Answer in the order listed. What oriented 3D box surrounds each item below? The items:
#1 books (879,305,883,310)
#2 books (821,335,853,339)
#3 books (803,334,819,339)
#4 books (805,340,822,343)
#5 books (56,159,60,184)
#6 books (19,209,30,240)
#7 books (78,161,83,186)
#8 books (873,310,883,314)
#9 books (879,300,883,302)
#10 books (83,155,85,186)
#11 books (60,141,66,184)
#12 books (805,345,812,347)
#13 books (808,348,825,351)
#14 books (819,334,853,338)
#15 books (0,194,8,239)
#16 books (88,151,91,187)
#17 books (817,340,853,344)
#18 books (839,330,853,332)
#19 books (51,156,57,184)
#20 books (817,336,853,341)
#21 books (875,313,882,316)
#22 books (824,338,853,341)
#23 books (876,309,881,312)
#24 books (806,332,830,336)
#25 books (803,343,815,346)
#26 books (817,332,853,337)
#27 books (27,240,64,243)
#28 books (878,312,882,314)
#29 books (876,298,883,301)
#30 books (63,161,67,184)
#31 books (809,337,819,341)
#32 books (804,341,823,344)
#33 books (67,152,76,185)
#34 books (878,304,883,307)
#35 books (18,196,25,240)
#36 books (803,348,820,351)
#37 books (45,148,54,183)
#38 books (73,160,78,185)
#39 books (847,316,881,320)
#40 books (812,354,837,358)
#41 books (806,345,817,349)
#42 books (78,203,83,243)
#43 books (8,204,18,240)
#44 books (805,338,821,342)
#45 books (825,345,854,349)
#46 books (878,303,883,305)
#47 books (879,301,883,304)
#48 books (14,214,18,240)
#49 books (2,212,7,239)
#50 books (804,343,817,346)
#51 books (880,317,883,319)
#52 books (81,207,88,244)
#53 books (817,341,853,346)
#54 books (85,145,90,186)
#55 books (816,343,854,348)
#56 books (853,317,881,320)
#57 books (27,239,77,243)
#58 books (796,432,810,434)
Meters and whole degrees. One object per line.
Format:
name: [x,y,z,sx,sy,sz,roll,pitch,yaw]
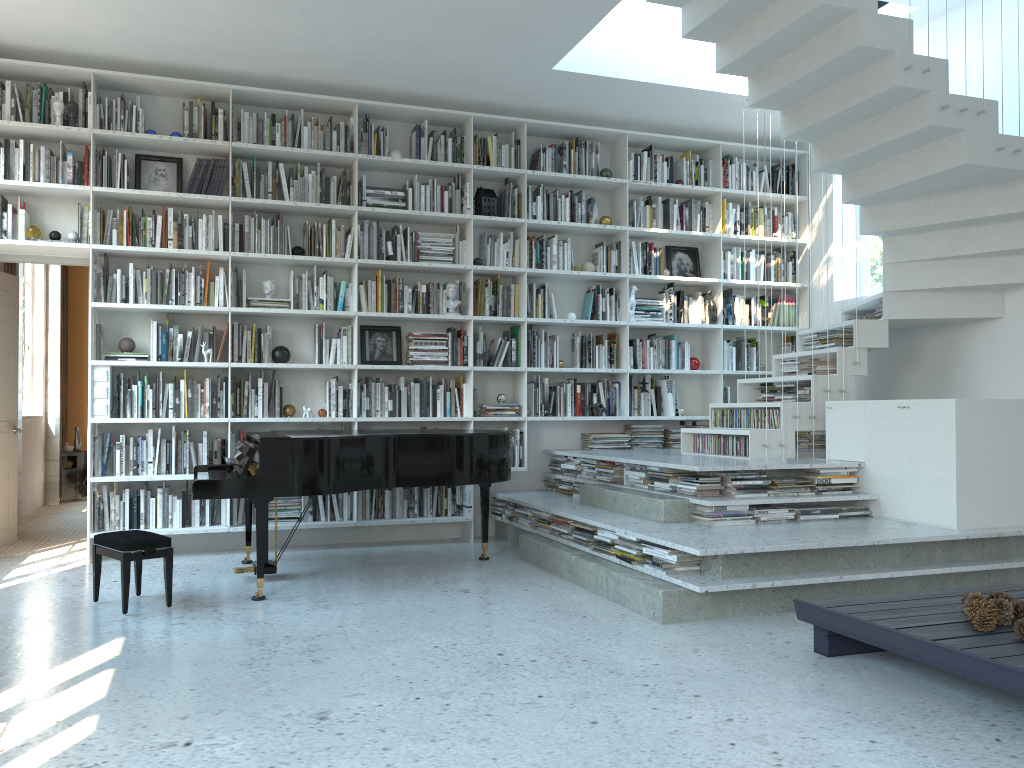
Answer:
books: [2.571,-0.509,5.824,0.262,0.023,0.200,0,-2,8]
books: [2.277,-0.323,6.145,0.144,0.011,0.257,0,-2,-12]
books: [2.254,-0.344,6.440,0.190,0.015,0.230,0,-2,-5]
books: [2.260,-0.310,6.440,0.162,0.008,0.290,0,-2,0]
books: [-2.932,-1.344,5.753,0.029,0.197,0.144,0,-1,-19]
books: [-3.105,-0.987,5.651,0.029,0.211,0.187,0,-1,-19]
books: [-2.805,-1.338,5.780,0.026,0.188,0.154,0,-1,-19]
books: [2.618,-0.500,6.074,0.192,0.006,0.299,0,-2,6]
books: [2.575,-0.552,5.827,0.266,0.008,0.163,0,-2,1]
books: [-2.791,-1.362,5.800,0.014,0.235,0.144,0,-1,-19]
books: [-2.905,-1.397,5.738,0.012,0.303,0.189,0,-1,-19]
books: [2.267,-0.280,6.440,0.152,0.005,0.293,0,-2,-7]
books: [2.270,-0.244,6.440,0.149,0.014,0.228,0,-2,-7]
books: [2.267,-0.333,6.143,0.174,0.009,0.240,0,-2,-10]
books: [-3.216,-1.031,5.609,0.013,0.297,0.187,0,-1,-19]
books: [-2.755,-1.378,5.817,0.037,0.268,0.113,0,-1,-19]
books: [2.263,-0.292,6.142,0.187,0.009,0.261,0,-2,-9]
books: [2.287,-0.354,6.147,0.134,0.007,0.298,0,-2,-10]
books: [-2.956,-1.352,5.736,0.028,0.212,0.138,0,-1,-19]
books: [2.264,-0.314,6.143,0.176,0.007,0.254,0,-2,-11]
books: [2.620,-0.480,6.074,0.170,0.010,0.233,0,-2,1]
books: [2.274,-0.304,6.144,0.154,0.014,0.196,0,-2,-6]
books: [2.617,-0.511,6.075,0.182,0.016,0.199,0,-2,2]
books: [2.264,-0.358,6.441,0.165,0.014,0.236,0,-2,-2]
books: [2.256,-0.291,6.439,0.170,0.006,0.268,0,-2,-8]
books: [2.259,-0.344,6.142,0.191,0.013,0.243,0,-2,-8]
books: [-2.955,-0.898,5.722,0.285,0.012,0.159,1,-2,-22]
books: [2.632,-0.492,6.073,0.161,0.012,0.254,0,-2,5]
books: [2.576,-0.560,5.840,0.300,0.007,0.158,0,-2,6]
books: [-2.889,-1.336,5.758,0.031,0.182,0.151,0,-1,-19]
books: [2.280,-0.327,6.442,0.136,0.017,0.298,0,-2,-3]
books: [2.257,-0.300,6.440,0.171,0.011,0.232,0,-2,-8]
books: [-2.853,-1.360,5.748,0.029,0.229,0.191,0,-1,-19]
books: [2.576,-0.523,5.835,0.290,0.006,0.149,0,-2,10]
books: [-3.129,-1.030,5.657,0.013,0.298,0.179,0,-1,-19]
books: [2.258,-0.256,6.439,0.176,0.009,0.275,0,-2,-6]
books: [-2.977,-1.372,5.709,0.030,0.251,0.166,0,-1,-19]
books: [-2.836,-1.342,5.785,0.029,0.195,0.146,0,-1,-19]
books: [2.626,-0.486,6.576,0.160,0.008,0.239,0,-2,-10]
books: [2.113,-0.182,5.870,0.234,0.025,0.157,-1,-2,18]
books: [2.259,-0.269,6.439,0.166,0.018,0.264,0,-2,0]
books: [-2.807,-1.021,5.771,0.012,0.285,0.159,0,-1,-19]
books: [-3.166,-1.000,5.621,0.021,0.237,0.188,0,-1,-19]
books: [2.259,-0.316,6.440,0.168,0.005,0.292,0,-2,-1]
books: [2.285,-0.253,6.145,0.130,0.014,0.249,0,-2,-6]
books: [2.576,-0.529,5.837,0.285,0.007,0.159,0,-2,7]
books: [2.577,-0.540,5.849,0.262,0.016,0.132,0,-2,4]
books: [-3.155,-0.976,5.668,0.029,0.191,0.134,0,-1,-19]
books: [-3.203,-0.978,5.627,0.024,0.193,0.181,0,-1,-19]
books: [2.258,-0.285,6.440,0.184,0.006,0.262,0,-2,-4]
books: [2.618,-0.445,6.073,0.175,0.017,0.265,0,-2,10]
books: [-2.787,-1.012,5.800,0.044,0.269,0.134,0,-1,-19]
books: [2.255,-0.281,6.140,0.191,0.014,0.244,0,-2,-6]
books: [-2.774,-1.391,5.794,0.014,0.294,0.173,0,-1,-19]
books: [2.256,-0.267,6.140,0.182,0.013,0.287,0,-2,-5]
books: [2.620,-0.474,6.575,0.150,0.017,0.288,0,-2,-4]
books: [-2.956,-0.910,5.724,0.285,0.012,0.159,0,-2,-17]
books: [2.406,0.389,7.122,0.198,0.014,0.160,1,-2,-20]
